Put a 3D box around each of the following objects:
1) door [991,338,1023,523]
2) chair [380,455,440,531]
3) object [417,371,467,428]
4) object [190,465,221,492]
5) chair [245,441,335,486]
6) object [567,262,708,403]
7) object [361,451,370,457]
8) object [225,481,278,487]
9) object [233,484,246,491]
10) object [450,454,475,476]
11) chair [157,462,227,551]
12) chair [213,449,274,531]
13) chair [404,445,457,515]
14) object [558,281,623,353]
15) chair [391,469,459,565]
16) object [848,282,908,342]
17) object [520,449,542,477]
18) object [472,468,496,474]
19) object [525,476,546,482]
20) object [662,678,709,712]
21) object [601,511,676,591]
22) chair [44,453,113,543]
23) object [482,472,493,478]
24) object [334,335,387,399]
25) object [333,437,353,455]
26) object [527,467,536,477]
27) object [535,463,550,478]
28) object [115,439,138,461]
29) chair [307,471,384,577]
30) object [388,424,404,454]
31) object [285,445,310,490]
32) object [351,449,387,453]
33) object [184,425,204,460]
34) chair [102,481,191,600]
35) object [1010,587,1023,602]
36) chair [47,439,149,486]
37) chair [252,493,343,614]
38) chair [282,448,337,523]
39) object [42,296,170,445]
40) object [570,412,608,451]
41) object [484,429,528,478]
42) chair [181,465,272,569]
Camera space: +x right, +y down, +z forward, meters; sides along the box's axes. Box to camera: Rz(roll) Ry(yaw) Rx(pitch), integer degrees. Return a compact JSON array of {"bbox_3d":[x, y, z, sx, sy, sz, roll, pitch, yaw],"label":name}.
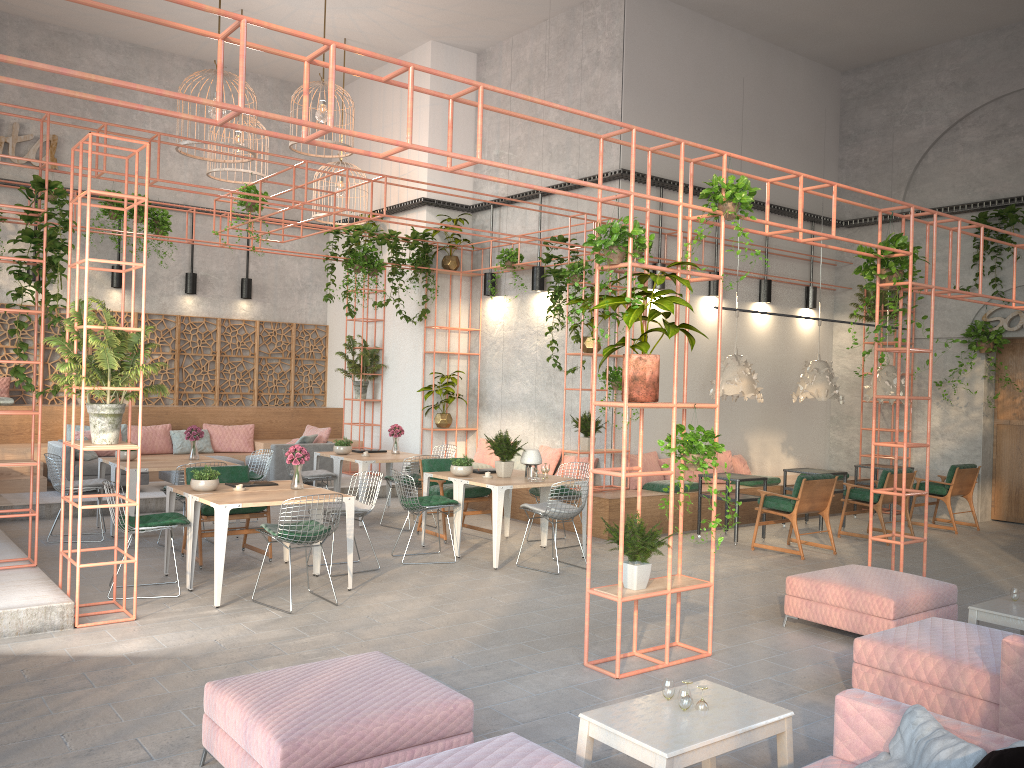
[{"bbox_3d":[7.902,0.698,13.050,0.551,2.729,1.360,2,0,-38],"label":"door"},{"bbox_3d":[-1.283,1.343,11.271,0.565,0.941,0.717,2,0,-41],"label":"chair"},{"bbox_3d":[-1.131,0.237,14.146,0.903,0.919,0.934,2,0,24],"label":"object"},{"bbox_3d":[-2.740,0.840,7.921,0.252,0.247,0.247,2,0,-38],"label":"object"},{"bbox_3d":[-3.416,1.208,13.703,1.052,0.672,1.127,2,0,-38],"label":"chair"},{"bbox_3d":[0.835,-0.353,5.864,0.924,0.946,0.923,2,0,19],"label":"object"},{"bbox_3d":[-1.926,0.918,11.683,0.115,0.078,0.115,2,0,-32],"label":"object"},{"bbox_3d":[-2.467,0.954,8.405,0.427,0.031,0.268,2,0,-38],"label":"object"},{"bbox_3d":[-2.457,0.932,7.992,0.115,0.073,0.115,2,0,-43],"label":"object"},{"bbox_3d":[-0.545,0.876,9.631,0.254,0.247,0.248,2,0,-38],"label":"object"},{"bbox_3d":[-3.451,1.282,9.604,0.565,0.941,0.717,2,0,-41],"label":"chair"},{"bbox_3d":[-3.330,1.282,10.964,0.717,0.941,0.565,2,0,-36],"label":"chair"},{"bbox_3d":[-1.162,1.343,12.631,0.717,0.941,0.565,2,0,-36],"label":"chair"},{"bbox_3d":[1.008,-0.867,11.360,0.903,0.947,0.934,2,0,14],"label":"object"},{"bbox_3d":[-0.909,1.359,9.254,0.717,0.941,0.565,2,0,-21],"label":"chair"},{"bbox_3d":[5.828,-1.211,14.084,0.894,1.101,0.900,2,0,22],"label":"object"},{"bbox_3d":[0.210,0.873,9.737,0.241,0.313,0.241,2,0,7],"label":"object"},{"bbox_3d":[-0.271,0.990,10.116,0.427,0.031,0.268,2,0,-38],"label":"object"},{"bbox_3d":[0.243,0.999,9.283,0.218,0.041,0.218,2,0,-29],"label":"object"},{"bbox_3d":[0.778,1.422,3.995,0.156,0.145,0.199,2,0,-23],"label":"object"},{"bbox_3d":[0.819,1.113,5.979,0.368,0.527,0.438,2,0,-37],"label":"object"},{"bbox_3d":[-4.797,1.242,9.826,0.717,0.941,0.565,2,0,-21],"label":"chair"},{"bbox_3d":[-0.261,0.973,9.516,0.115,0.078,0.115,2,0,-32],"label":"object"},{"bbox_3d":[-2.594,-0.292,15.183,0.900,1.097,0.894,2,0,-8],"label":"object"},{"bbox_3d":[-2.264,0.819,11.869,0.254,0.247,0.248,2,0,-38],"label":"object"},{"bbox_3d":[0.204,0.958,9.522,0.095,0.119,0.095,2,0,-13],"label":"object"},{"bbox_3d":[0.353,0.949,9.680,0.165,0.154,0.210,2,0,42],"label":"object"},{"bbox_3d":[-4.431,0.759,10.203,0.252,0.247,0.247,2,0,-38],"label":"object"},{"bbox_3d":[-1.638,1.338,8.682,0.717,0.941,0.565,2,0,-36],"label":"chair"},{"bbox_3d":[-1.596,0.755,12.173,0.213,0.414,0.225,2,0,45],"label":"object"},{"bbox_3d":[-1.982,0.765,8.179,0.213,0.414,0.225,2,0,45],"label":"object"},{"bbox_3d":[-1.990,0.934,12.354,0.427,0.031,0.268,2,0,-38],"label":"object"},{"bbox_3d":[-3.767,0.694,10.503,0.213,0.414,0.225,2,0,45],"label":"object"},{"bbox_3d":[-3.105,1.297,7.544,0.717,0.941,0.565,2,0,-21],"label":"chair"},{"bbox_3d":[3.580,1.501,6.149,0.156,0.145,0.199,2,0,-23],"label":"object"},{"bbox_3d":[-5.785,1.097,12.393,1.127,0.586,1.056,2,0,-38],"label":"chair"},{"bbox_3d":[-1.759,1.338,7.323,0.565,0.941,0.717,2,0,-41],"label":"chair"},{"bbox_3d":[-2.629,1.302,11.493,0.717,0.941,0.565,2,0,-21],"label":"chair"},{"bbox_3d":[-3.091,-0.098,6.730,0.900,1.100,0.894,2,0,-8],"label":"object"},{"bbox_3d":[0.967,0.600,11.495,0.368,0.527,0.438,2,0,-37],"label":"object"},{"bbox_3d":[-0.097,0.747,9.635,0.368,0.527,0.438,2,0,-37],"label":"object"},{"bbox_3d":[-2.871,1.306,8.897,0.722,0.917,0.685,2,0,-38],"label":"chair"}]
